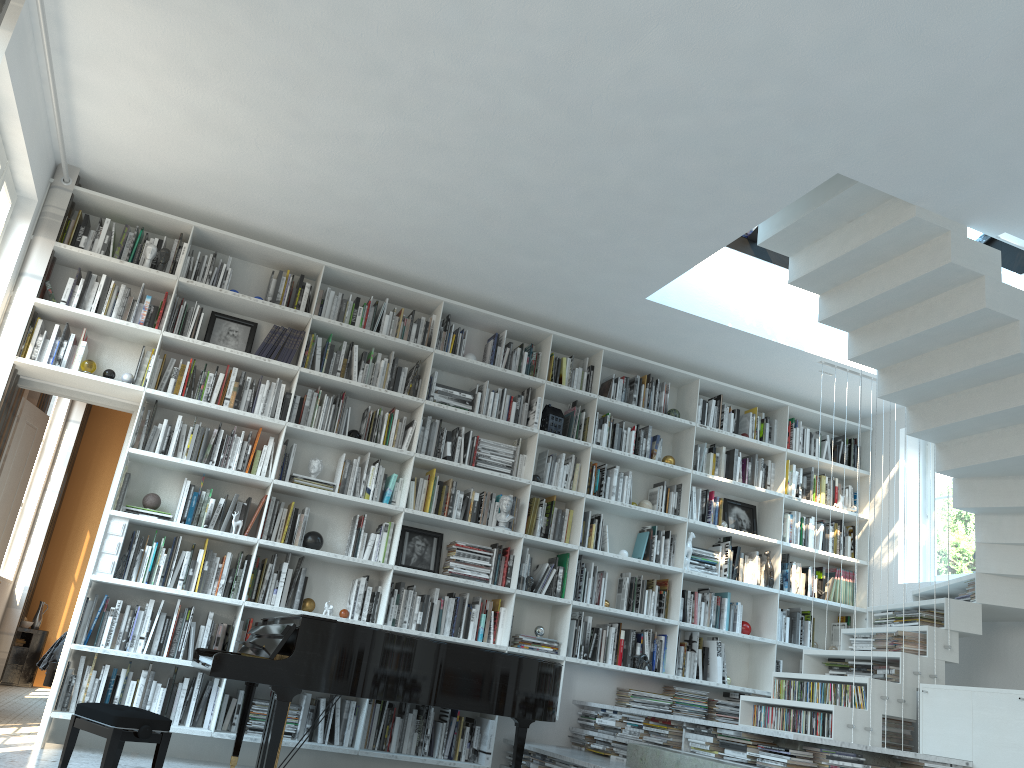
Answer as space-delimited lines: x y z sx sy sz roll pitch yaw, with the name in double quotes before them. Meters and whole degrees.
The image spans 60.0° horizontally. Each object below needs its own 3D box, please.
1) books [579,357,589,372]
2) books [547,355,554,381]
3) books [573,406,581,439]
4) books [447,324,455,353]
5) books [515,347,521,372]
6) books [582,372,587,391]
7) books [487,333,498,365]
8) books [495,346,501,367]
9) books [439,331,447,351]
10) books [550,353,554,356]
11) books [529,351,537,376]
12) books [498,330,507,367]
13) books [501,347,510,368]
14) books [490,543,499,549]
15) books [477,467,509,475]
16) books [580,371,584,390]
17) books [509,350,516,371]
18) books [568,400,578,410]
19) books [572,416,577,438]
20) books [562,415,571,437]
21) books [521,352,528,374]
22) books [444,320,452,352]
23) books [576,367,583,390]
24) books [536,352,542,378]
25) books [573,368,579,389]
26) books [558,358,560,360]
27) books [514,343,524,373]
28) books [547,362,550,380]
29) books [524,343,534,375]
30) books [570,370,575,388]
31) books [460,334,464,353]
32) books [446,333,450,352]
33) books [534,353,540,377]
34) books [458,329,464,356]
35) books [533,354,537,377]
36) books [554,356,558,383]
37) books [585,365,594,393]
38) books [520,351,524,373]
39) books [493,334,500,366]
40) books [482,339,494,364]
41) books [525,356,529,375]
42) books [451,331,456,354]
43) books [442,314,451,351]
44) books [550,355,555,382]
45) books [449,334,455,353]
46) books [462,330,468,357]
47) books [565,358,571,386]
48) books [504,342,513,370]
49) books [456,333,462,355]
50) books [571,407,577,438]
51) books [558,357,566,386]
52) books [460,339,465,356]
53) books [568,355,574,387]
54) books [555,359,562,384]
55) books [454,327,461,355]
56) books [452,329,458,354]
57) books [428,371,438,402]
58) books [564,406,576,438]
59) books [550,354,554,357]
"books" 0.521 -0.029 6.655 0.012 0.328 0.129 15 -19 -19
"books" 0.251 -0.074 6.509 0.007 0.238 0.192 15 -20 -19
"books" 0.438 0.314 6.491 0.021 0.287 0.179 15 -19 -19
"books" -0.459 -0.279 6.275 0.011 0.264 0.164 15 -19 -19
"books" 0.008 -0.133 6.443 0.023 0.235 0.154 15 -19 -19
"books" 0.502 0.026 6.613 0.022 0.193 0.182 15 -20 -19
"books" -0.161 -0.209 6.385 0.014 0.291 0.176 15 -19 -19
"books" -0.135 -0.153 6.404 0.031 0.208 0.147 15 -20 -19
"books" -0.515 -0.258 6.253 0.026 0.194 0.167 15 -20 -19
"books" 0.255 -0.082 6.543 0.007 0.278 0.150 15 -19 -19
"books" 0.120 -0.104 6.486 0.028 0.243 0.161 15 -19 -19
"books" -0.099 -0.211 6.410 0.010 0.330 0.186 15 -19 -19
"books" -0.082 -0.146 6.405 0.050 0.210 0.173 15 -20 -19
"books" -0.141 1.238 6.042 0.011 0.298 0.130 15 -19 -19
"books" -0.158 0.624 6.176 0.254 0.012 0.161 14 -20 -16
"books" 0.478 0.017 6.613 0.025 0.203 0.162 15 -20 -19
"books" -0.019 -0.125 6.425 0.033 0.202 0.166 15 -20 -19
"books" 0.419 0.291 6.513 0.025 0.338 0.143 15 -19 -19
"books" 0.415 0.350 6.496 0.024 0.216 0.169 15 -20 -19
"books" 0.379 0.343 6.487 0.019 0.213 0.156 15 -20 -19
"books" 0.055 -0.110 6.433 0.023 0.201 0.193 15 -20 -19
"books" -0.481 -0.295 6.286 0.010 0.295 0.153 15 -19 -19
"books" 0.461 0.001 6.587 0.031 0.212 0.170 15 -20 -19
"books" 0.166 -0.095 6.512 0.022 0.256 0.137 15 -19 -19
"books" 0.434 0.000 6.580 0.024 0.201 0.180 15 -20 -19
"books" 0.306 -0.055 6.575 0.007 0.263 0.133 15 -19 -19
"books" 0.031 -0.148 6.441 0.010 0.269 0.180 15 -19 -19
"books" 0.227 -0.048 6.520 0.015 0.192 0.160 15 -20 -19
"books" 0.103 -0.137 6.497 0.012 0.307 0.138 15 -19 -19
"books" 0.411 0.004 6.568 0.022 0.179 0.173 15 -20 -19
"books" -0.389 -0.243 6.324 0.013 0.248 0.148 15 -19 -19
"books" -0.483 -0.247 6.286 0.011 0.204 0.146 15 -20 -19
"books" 0.151 -0.093 6.498 0.014 0.238 0.153 15 -19 -19
"books" -0.389 -0.252 6.305 0.005 0.254 0.168 15 -19 -19
"books" 0.135 -0.096 6.502 0.014 0.243 0.145 15 -19 -19
"books" 0.292 -0.064 6.552 0.008 0.261 0.142 15 -19 -19
"books" 0.547 0.004 6.620 0.029 0.252 0.186 15 -20 -19
"books" 0.033 -0.117 6.445 0.012 0.216 0.180 15 -20 -19
"books" -0.143 -0.203 6.400 0.011 0.295 0.157 15 -19 -19
"books" -0.182 -0.186 6.390 0.012 0.244 0.151 15 -19 -19
"books" 0.081 -0.090 6.482 0.014 0.203 0.135 15 -19 -19
"books" -0.444 -0.248 6.309 0.006 0.232 0.136 15 -19 -19
"books" -0.491 -0.318 6.294 0.014 0.339 0.145 15 -19 -19
"books" 0.276 -0.071 6.538 0.034 0.260 0.158 15 -19 -19
"books" -0.453 -0.239 6.281 0.023 0.195 0.172 15 -20 -19
"books" -0.362 -0.245 6.317 0.011 0.255 0.144 15 -19 -19
"books" 0.377 -0.044 6.590 0.030 0.273 0.152 15 -19 -19
"books" -0.049 -0.159 6.443 0.028 0.269 0.140 15 -19 -19
"books" -0.402 -0.238 6.298 0.016 0.218 0.144 15 -19 -19
"books" 0.412 0.317 6.486 0.022 0.271 0.182 15 -19 -19
"books" 0.346 -0.051 6.555 0.054 0.253 0.191 15 -20 -19
"books" -0.379 -0.213 6.309 0.010 0.186 0.153 15 -20 -19
"books" 0.404 -0.054 6.584 0.010 0.296 0.168 15 -19 -19
"books" 0.307 -0.052 6.535 0.015 0.233 0.171 15 -20 -19
"books" -0.413 -0.261 6.304 0.013 0.263 0.147 15 -19 -19
"books" -0.429 -0.256 6.303 0.014 0.247 0.139 15 -19 -19
"books" -0.570 0.053 6.130 0.021 0.248 0.192 15 -20 -19
"books" 0.403 0.309 6.469 0.021 0.271 0.191 15 -20 -19
"books" 0.252 -0.078 6.527 0.006 0.259 0.166 15 -19 -19
